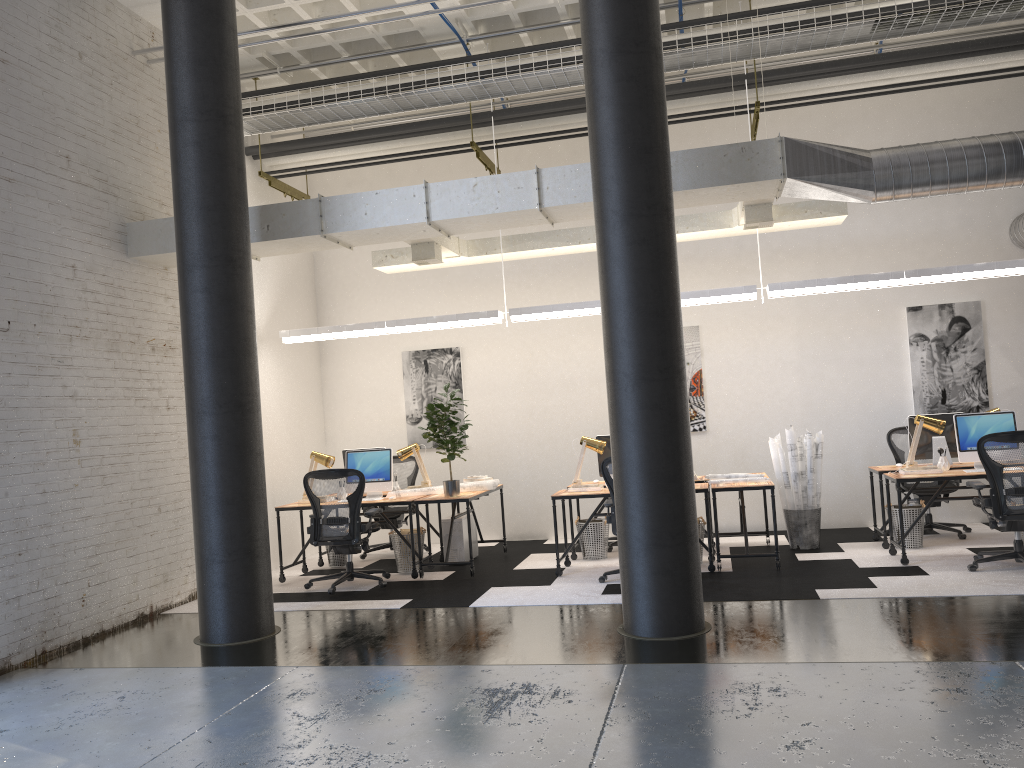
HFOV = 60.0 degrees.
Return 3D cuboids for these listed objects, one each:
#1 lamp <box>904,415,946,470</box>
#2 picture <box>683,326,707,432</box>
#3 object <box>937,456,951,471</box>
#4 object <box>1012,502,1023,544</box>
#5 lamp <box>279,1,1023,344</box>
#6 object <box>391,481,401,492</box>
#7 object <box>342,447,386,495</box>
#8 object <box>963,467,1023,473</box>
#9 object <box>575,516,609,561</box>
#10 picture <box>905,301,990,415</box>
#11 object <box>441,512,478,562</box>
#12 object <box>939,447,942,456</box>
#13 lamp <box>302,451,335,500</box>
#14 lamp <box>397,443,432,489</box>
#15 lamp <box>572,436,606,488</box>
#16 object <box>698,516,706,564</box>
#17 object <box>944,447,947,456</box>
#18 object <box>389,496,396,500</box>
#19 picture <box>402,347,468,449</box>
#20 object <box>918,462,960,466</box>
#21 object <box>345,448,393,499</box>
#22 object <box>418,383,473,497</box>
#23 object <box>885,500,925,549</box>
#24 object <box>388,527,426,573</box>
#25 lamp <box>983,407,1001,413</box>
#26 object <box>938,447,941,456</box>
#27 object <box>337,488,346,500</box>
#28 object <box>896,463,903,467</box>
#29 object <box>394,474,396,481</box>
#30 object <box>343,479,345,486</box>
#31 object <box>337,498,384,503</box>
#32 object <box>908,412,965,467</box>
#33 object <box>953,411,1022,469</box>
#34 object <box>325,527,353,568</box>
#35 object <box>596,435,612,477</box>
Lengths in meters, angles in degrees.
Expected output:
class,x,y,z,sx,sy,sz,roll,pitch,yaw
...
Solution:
class,x,y,z,sx,sy,sz,roll,pitch,yaw
lamp,3.542,0.493,7.603,0.344,0.470,0.126,-4,-1,13
picture,1.782,-0.036,10.014,0.731,1.183,0.049,-4,-1,13
object,3.751,0.691,7.707,0.101,0.126,0.101,-3,-2,-32
object,4.434,1.209,7.531,0.359,0.435,0.353,-4,-2,9
lamp,1.051,-2.088,8.615,7.303,2.863,0.226,-4,-1,13
object,-1.205,1.069,9.160,0.101,0.126,0.101,-3,-2,-32
object,-1.534,0.917,9.296,0.484,0.485,0.190,-4,-1,13
object,3.997,0.715,7.362,0.439,0.017,0.118,-4,-2,13
object,0.809,1.507,8.751,0.359,0.435,0.353,-4,-2,9
picture,4.604,-0.257,9.385,0.731,1.183,0.049,-4,-1,13
object,-0.531,1.587,9.164,0.221,0.455,0.544,-4,-2,12
object,3.740,0.651,7.721,0.008,0.207,0.054,-4,-1,0
lamp,-1.907,0.894,8.747,0.344,0.470,0.126,-4,-1,13
lamp,-1.025,0.852,9.272,0.344,0.470,0.126,-4,-1,13
lamp,0.712,0.712,8.189,0.344,0.470,0.128,-4,-1,13
object,1.604,1.428,8.116,0.359,0.435,0.353,-4,-2,9
object,3.763,0.648,7.712,0.054,0.207,0.008,-4,-1,-4
object,-1.134,1.084,8.428,0.059,0.029,0.106,-4,-2,13
picture,-0.929,0.175,10.618,0.731,1.183,0.049,-4,-1,13
object,4.004,0.752,8.358,0.439,0.017,0.118,-4,-2,13
object,-1.394,0.886,8.723,0.484,0.485,0.190,-4,-1,13
object,-0.621,0.521,8.322,0.514,1.077,0.439,-4,-1,3
object,3.639,1.288,8.166,0.359,0.435,0.353,-4,-2,9
object,-1.014,1.610,8.675,0.359,0.435,0.353,-4,-2,9
lamp,4.423,0.451,8.127,0.344,0.470,0.128,-4,-1,13
object,3.734,0.650,7.710,0.008,0.207,0.054,-3,-1,-22
object,-1.697,1.092,8.851,0.101,0.126,0.101,-3,-2,-32
object,3.686,0.770,8.436,0.059,0.029,0.106,-4,-2,13
object,-1.201,1.027,9.148,0.008,0.207,0.054,-4,-1,0
object,-1.686,1.049,8.856,0.054,0.207,0.008,-4,-1,-4
object,-1.451,1.115,8.507,0.439,0.017,0.118,-4,-2,13
object,3.915,0.517,8.151,0.484,0.485,0.190,-4,-1,13
object,4.054,0.485,7.579,0.484,0.485,0.190,-4,-1,13
object,-1.810,1.689,9.311,0.359,0.435,0.353,-4,-2,9
object,1.084,0.736,8.737,0.484,0.485,0.190,-4,-1,13
